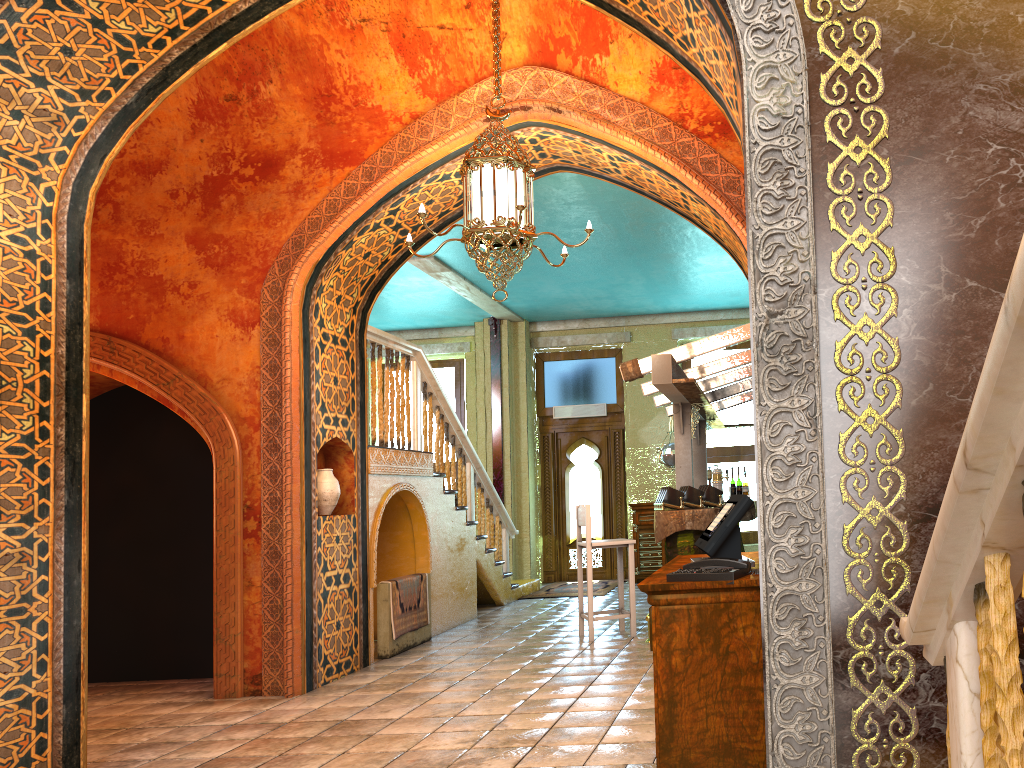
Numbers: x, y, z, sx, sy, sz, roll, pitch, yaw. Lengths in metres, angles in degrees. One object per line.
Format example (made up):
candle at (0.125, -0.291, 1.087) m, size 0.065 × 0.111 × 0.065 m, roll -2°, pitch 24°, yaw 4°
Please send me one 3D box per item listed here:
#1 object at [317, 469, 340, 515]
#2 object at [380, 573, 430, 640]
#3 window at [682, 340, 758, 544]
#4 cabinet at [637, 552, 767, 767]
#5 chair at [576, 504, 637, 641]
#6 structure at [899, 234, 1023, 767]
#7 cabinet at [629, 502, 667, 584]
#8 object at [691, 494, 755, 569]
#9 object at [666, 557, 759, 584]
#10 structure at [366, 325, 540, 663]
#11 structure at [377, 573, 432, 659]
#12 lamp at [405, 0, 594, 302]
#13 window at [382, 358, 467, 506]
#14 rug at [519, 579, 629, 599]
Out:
object at (-1.578, 0.908, 7.159) m, size 0.230 × 0.383 × 0.275 m, roll -5°, pitch -5°, yaw 27°
object at (-1.048, 2.174, 8.395) m, size 0.145 × 0.553 × 0.920 m, roll -3°, pitch -7°, yaw 16°
window at (3.664, 0.982, 14.345) m, size 1.505 × 3.408 × 0.090 m, roll -3°, pitch -3°, yaw 3°
cabinet at (0.947, 1.363, 3.918) m, size 0.475 × 1.049 × 1.557 m, roll -3°, pitch -6°, yaw 15°
chair at (0.953, 1.872, 8.602) m, size 0.530 × 1.332 × 0.474 m, roll -1°, pitch -4°, yaw -15°
structure at (1.404, -0.161, 0.501) m, size 1.771 × 3.129 × 6.735 m, roll -4°, pitch -7°, yaw 16°
cabinet at (2.515, 2.574, 13.875) m, size 1.092 × 1.299 × 0.632 m, roll -3°, pitch -4°, yaw 7°
object at (0.946, 0.665, 3.859) m, size 0.253 × 0.316 × 0.459 m, roll -3°, pitch -6°, yaw 4°
object at (0.799, 0.743, 3.397) m, size 0.369 × 0.086 × 0.354 m, roll -7°, pitch -9°, yaw 25°
structure at (-1.311, 1.416, 10.644) m, size 1.732 × 3.129 × 6.124 m, roll -4°, pitch -7°, yaw 15°
structure at (-1.049, 2.264, 8.406) m, size 0.105 × 0.685 × 1.055 m, roll -3°, pitch -6°, yaw 16°
lamp at (-0.105, -1.718, 5.719) m, size 1.255 × 2.357 × 1.162 m, roll -3°, pitch -4°, yaw 10°
window at (-1.550, 1.300, 14.647) m, size 1.505 × 3.408 × 0.090 m, roll -3°, pitch -3°, yaw 3°
rug at (1.023, 3.183, 13.312) m, size 1.269 × 0.039 × 2.497 m, roll -5°, pitch -8°, yaw 14°
